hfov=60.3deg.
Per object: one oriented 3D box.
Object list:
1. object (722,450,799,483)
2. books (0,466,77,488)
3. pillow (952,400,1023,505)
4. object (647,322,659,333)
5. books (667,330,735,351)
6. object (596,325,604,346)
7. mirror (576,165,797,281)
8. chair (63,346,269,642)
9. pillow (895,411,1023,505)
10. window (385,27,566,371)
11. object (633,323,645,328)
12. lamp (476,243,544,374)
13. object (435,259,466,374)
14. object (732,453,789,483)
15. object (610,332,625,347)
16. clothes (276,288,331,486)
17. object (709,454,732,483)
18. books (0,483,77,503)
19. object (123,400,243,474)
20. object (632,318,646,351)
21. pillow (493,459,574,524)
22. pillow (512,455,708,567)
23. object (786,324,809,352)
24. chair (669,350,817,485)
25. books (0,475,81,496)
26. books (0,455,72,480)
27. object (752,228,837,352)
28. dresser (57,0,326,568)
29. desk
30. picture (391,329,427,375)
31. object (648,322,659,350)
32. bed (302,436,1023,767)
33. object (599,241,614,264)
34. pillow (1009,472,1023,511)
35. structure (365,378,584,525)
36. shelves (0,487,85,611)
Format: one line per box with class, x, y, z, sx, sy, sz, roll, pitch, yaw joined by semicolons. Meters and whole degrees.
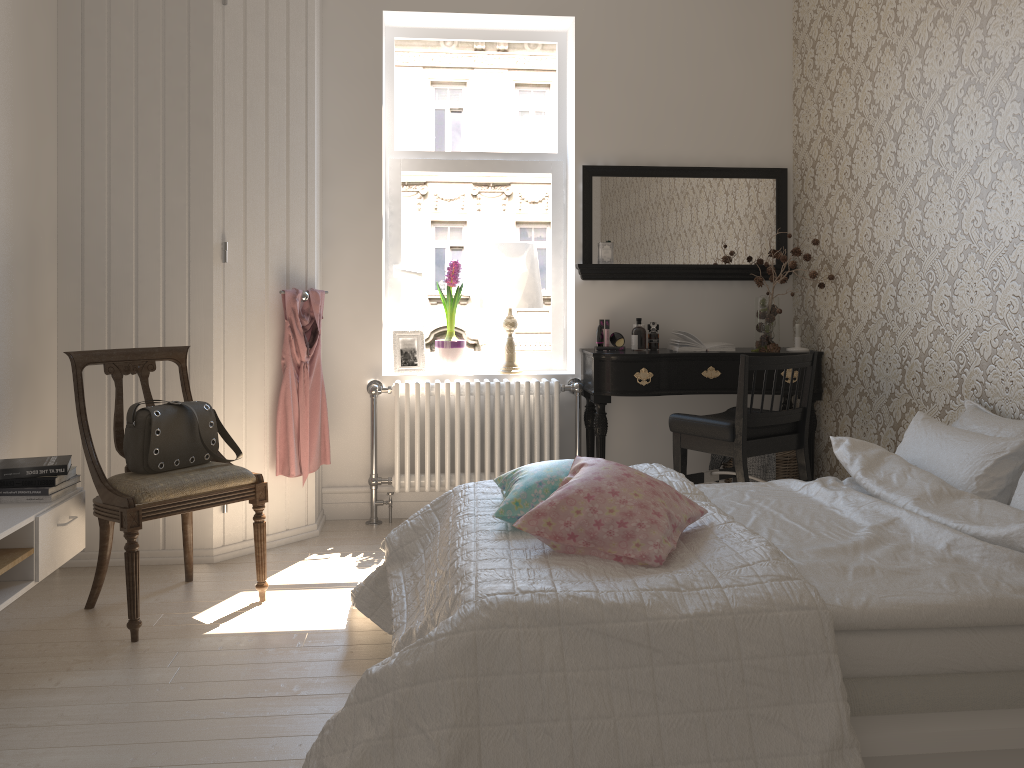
object;1.203;0.443;4.274;0.394;0.432;0.394;1;3;26
books;-1.557;0.300;2.835;0.239;0.028;0.191;-1;6;-8
pillow;1.479;0.262;2.404;0.310;0.354;1.259;0;5;-5
object;0.702;-0.239;4.384;0.057;0.134;0.057;-1;1;-45
books;0.915;-0.212;4.290;0.278;0.095;0.227;0;5;-4
object;0.430;-0.227;4.306;0.031;0.120;0.054;0;1;33
mirror;0.876;-0.804;4.421;1.117;0.572;0.066;0;0;-6
chair;-1.229;0.330;3.116;0.538;0.890;0.521;1;2;39
pillow;1.327;0.270;2.674;0.204;0.303;0.563;0;4;-6
window;-0.182;-0.960;4.599;0.949;1.782;0.110;0;0;-6
object;0.626;-0.236;4.350;0.057;0.134;0.057;-1;1;-45
lamp;-0.010;-0.380;4.455;0.339;0.652;0.342;0;1;6
object;-0.309;-0.342;4.446;0.156;0.577;0.157;0;0;-20
object;1.181;0.459;4.236;0.290;0.355;0.350;2;3;34
object;0.501;-0.209;4.297;0.080;0.086;0.083;2;3;34
clothes;-0.922;0.012;3.909;0.092;0.876;0.330;0;1;24
object;1.132;0.439;4.268;0.367;0.332;0.304;0;3;-5
books;-1.557;0.348;2.829;0.242;0.022;0.192;0;6;-4
object;-1.167;0.171;3.120;0.213;0.248;0.401;2;4;39
object;0.612;-0.239;4.255;0.070;0.158;0.070;0;1;-11
pillow;0.129;0.295;2.367;0.362;0.168;0.383;0;5;-1
pillow;0.245;0.300;2.102;0.353;0.202;0.395;2;5;27
object;1.363;-0.220;4.210;0.105;0.131;0.105;1;3;29
chair;0.972;0.288;3.681;0.457;0.861;0.458;-1;2;-36
books;-1.566;0.325;2.837;0.258;0.022;0.213;0;6;-1
books;-1.567;0.269;2.839;0.259;0.032;0.192;-2;6;-23
object;1.290;-0.431;4.148;0.317;0.599;0.543;-1;3;-35
dresser;-1.351;-0.595;3.891;1.024;2.582;0.702;0;0;-6
desk;0.906;0.251;4.239;1.105;0.823;0.436;0;1;-6
picture;-0.512;-0.158;4.382;0.176;0.225;0.050;-1;1;-26
object;0.687;-0.232;4.286;0.054;0.139;0.054;1;1;34
bed;0.613;0.538;2.328;2.210;0.630;1.961;-1;5;-5
object;0.469;-0.654;4.385;0.072;0.121;0.037;0;0;-1
pillow;1.388;0.308;2.078;0.202;0.308;0.566;0;4;-6
structure;-0.169;0.321;4.269;1.067;0.682;0.166;0;0;-5
shelves;-1.527;0.508;2.393;0.368;0.209;1.119;0;6;-6
